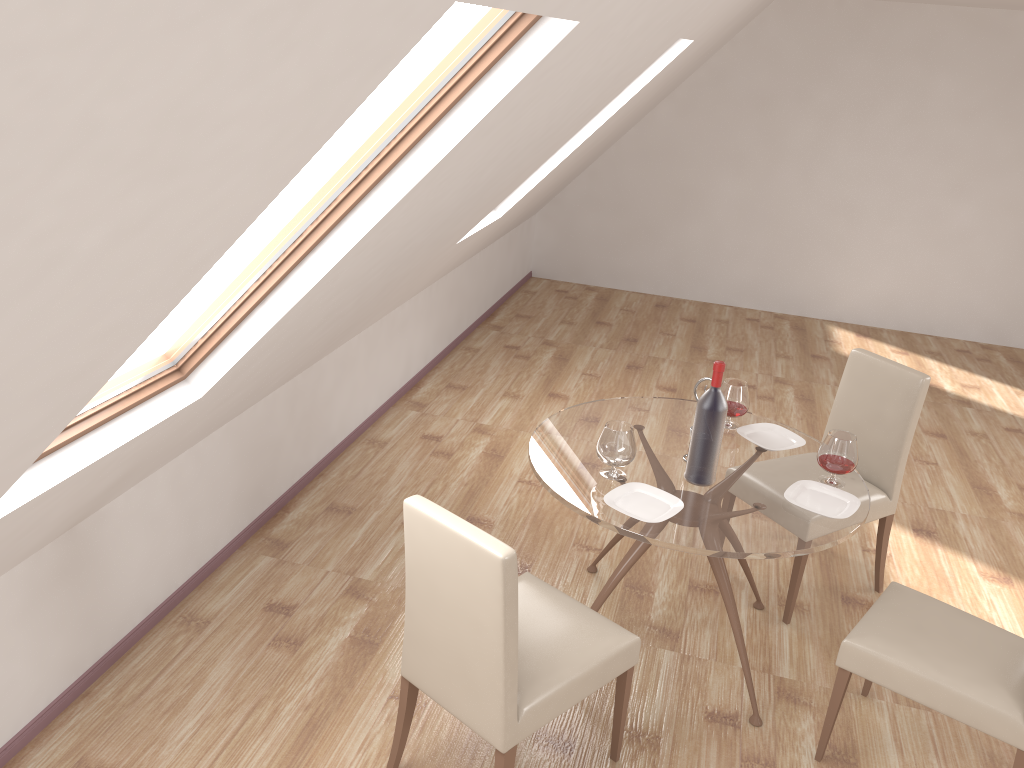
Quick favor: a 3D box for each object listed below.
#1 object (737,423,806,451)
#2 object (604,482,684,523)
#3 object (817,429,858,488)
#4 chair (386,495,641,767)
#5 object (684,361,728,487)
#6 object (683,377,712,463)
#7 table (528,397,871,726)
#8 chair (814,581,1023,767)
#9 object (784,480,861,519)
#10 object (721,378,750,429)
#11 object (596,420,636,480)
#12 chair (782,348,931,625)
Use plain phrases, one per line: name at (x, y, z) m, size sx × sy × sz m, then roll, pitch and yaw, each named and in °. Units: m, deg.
object at (0.993, 0.209, 3.406) m, size 0.228 × 0.020 × 0.228 m, roll -8°, pitch 25°, yaw -29°
object at (0.421, 0.386, 2.841) m, size 0.228 × 0.020 × 0.228 m, roll 22°, pitch 27°, yaw 36°
object at (1.133, 0.260, 3.088) m, size 0.136 × 0.183 × 0.136 m, roll 2°, pitch 22°, yaw -7°
chair at (0.016, 0.747, 2.613) m, size 0.477 × 0.999 × 0.618 m, roll 23°, pitch 28°, yaw 38°
object at (0.660, 0.130, 2.968) m, size 0.109 × 0.435 × 0.109 m, roll 8°, pitch 22°, yaw 9°
object at (0.672, 0.128, 3.131) m, size 0.086 × 0.322 × 0.096 m, roll -4°, pitch 23°, yaw -22°
table at (0.627, 0.635, 3.331) m, size 1.198 × 0.770 × 1.198 m, roll 19°, pitch 26°, yaw 32°
chair at (1.412, 0.813, 2.744) m, size 0.618 × 0.999 × 0.477 m, roll 21°, pitch 27°, yaw 35°
object at (1.033, 0.391, 2.958) m, size 0.228 × 0.020 × 0.228 m, roll 20°, pitch 26°, yaw 33°
object at (0.865, 0.077, 3.492) m, size 0.136 × 0.183 × 0.136 m, roll 2°, pitch 22°, yaw -7°
object at (0.354, 0.225, 3.011) m, size 0.136 × 0.183 × 0.136 m, roll 22°, pitch 27°, yaw 37°
chair at (1.301, 0.401, 3.756) m, size 0.618 × 0.999 × 0.477 m, roll -8°, pitch 25°, yaw -29°
